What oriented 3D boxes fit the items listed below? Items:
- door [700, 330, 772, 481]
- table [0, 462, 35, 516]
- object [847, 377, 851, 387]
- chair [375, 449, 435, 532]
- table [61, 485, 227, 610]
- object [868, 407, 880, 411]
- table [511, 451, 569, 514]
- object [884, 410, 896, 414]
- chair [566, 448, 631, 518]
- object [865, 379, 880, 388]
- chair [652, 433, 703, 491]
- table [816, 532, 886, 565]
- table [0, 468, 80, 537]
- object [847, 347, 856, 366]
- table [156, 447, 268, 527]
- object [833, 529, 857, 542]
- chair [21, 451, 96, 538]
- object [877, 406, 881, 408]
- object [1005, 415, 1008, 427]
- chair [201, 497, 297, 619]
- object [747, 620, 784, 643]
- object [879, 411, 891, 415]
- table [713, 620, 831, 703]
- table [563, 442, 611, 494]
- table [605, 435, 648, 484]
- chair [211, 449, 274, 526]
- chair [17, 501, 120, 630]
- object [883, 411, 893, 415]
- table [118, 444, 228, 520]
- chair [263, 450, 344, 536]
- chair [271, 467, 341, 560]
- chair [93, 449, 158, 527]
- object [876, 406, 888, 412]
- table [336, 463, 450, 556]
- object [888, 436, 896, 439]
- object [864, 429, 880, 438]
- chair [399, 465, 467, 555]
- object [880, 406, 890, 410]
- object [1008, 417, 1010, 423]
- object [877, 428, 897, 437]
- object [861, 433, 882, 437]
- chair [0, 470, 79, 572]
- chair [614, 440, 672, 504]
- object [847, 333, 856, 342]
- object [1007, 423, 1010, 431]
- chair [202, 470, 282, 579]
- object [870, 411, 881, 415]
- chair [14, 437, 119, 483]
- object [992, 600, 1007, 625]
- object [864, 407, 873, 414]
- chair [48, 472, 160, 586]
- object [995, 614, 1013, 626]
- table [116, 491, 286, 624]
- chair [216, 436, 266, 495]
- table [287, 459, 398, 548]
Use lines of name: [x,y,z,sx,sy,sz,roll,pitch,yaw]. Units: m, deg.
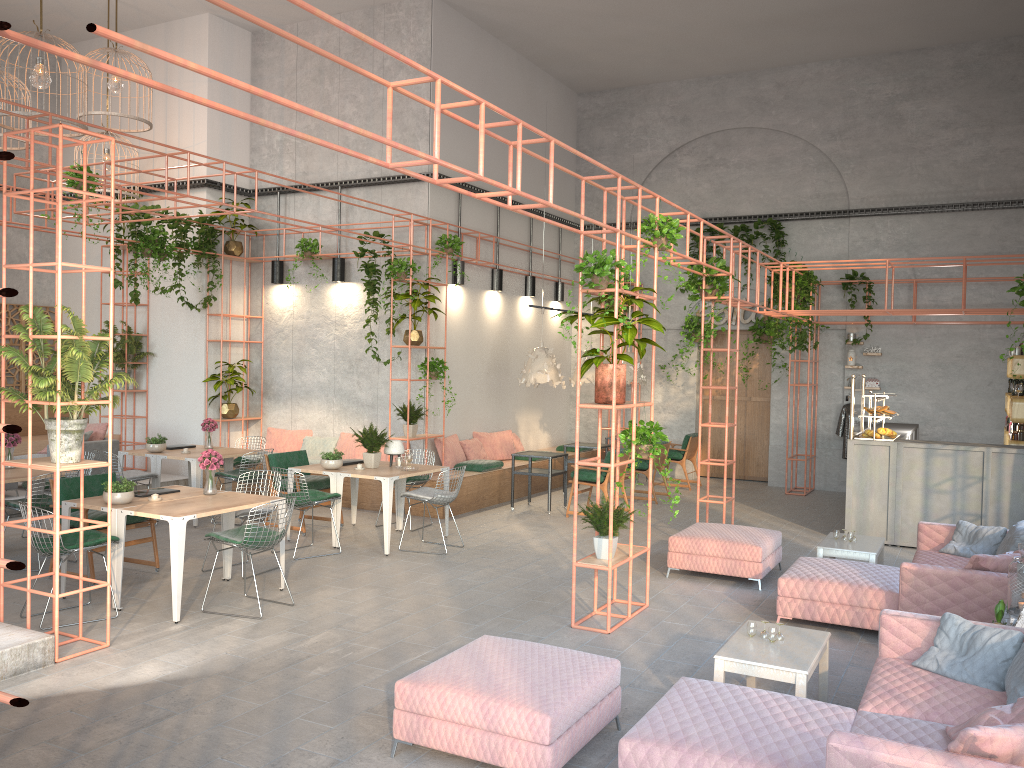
door: [4.250,0.376,16.519,1.360,2.729,0.551,2,2,28]
table: [-5.716,1.305,9.242,0.694,0.830,1.205,2,2,28]
object: [5.657,-0.039,14.865,0.092,0.164,0.055,0,2,-43]
chair: [-1.324,1.308,11.082,0.565,0.941,0.717,2,2,29]
table: [-3.229,1.406,7.871,0.694,0.830,1.205,2,2,28]
object: [4.462,0.312,10.938,0.138,0.050,0.093,3,2,44]
table: [0.387,1.385,12.576,0.635,0.798,0.602,2,2,28]
object: [4.625,0.338,10.872,0.152,0.058,0.095,2,2,18]
chair: [1.207,1.347,12.131,0.685,0.929,0.722,2,2,28]
object: [5.974,-0.014,14.683,0.219,0.149,0.129,2,2,28]
chair: [2.847,1.303,15.227,0.685,0.930,0.722,2,2,28]
table: [3.216,1.722,8.405,0.520,0.455,0.916,2,2,28]
table: [-5.100,1.327,8.921,0.694,0.830,1.214,2,2,28]
object: [5.678,-0.474,14.829,0.136,0.336,0.145,3,2,42]
table: [-3.818,1.293,11.336,0.694,0.830,1.214,2,2,28]
object: [3.187,1.472,8.480,0.199,0.145,0.156,3,2,43]
chair: [-5.099,1.255,9.986,0.565,0.941,0.717,2,2,29]
object: [4.569,0.320,11.112,0.135,0.090,0.084,2,2,25]
object: [7.567,0.551,13.522,0.070,0.209,0.070,2,2,18]
chair: [-2.158,1.386,7.329,0.717,0.941,0.565,2,2,24]
object: [1.532,1.516,5.357,0.199,0.145,0.156,3,2,43]
object: [4.590,0.356,10.936,0.151,0.052,0.097,2,2,30]
table: [1.561,1.769,5.282,0.520,0.455,0.916,2,2,28]
table: [1.208,1.363,14.126,0.635,0.798,0.602,2,2,28]
table: [2.030,1.342,15.677,0.635,0.798,0.602,2,2,28]
chair: [-3.364,1.264,11.117,0.717,0.941,0.565,2,2,24]
chair: [-3.475,1.367,6.970,0.565,0.941,0.717,3,2,44]
object: [4.624,0.349,10.904,0.132,0.051,0.099,2,2,26]
table: [-4.435,1.271,11.658,0.694,0.830,1.205,2,2,28]
chair: [-2.534,1.295,10.766,0.685,0.917,0.722,2,2,28]
chair: [-2.187,1.332,9.438,0.565,0.941,0.717,3,2,44]
chair: [-4.680,1.244,10.758,0.565,0.941,0.717,3,2,44]
object: [4.545,0.307,10.891,0.142,0.087,0.094,2,2,36]
table: [-1.324,1.380,10.016,0.694,0.830,1.214,2,2,28]
object: [4.656,0.614,11.014,0.090,0.110,0.232,0,2,-42]
object: [4.479,0.617,11.018,0.089,0.095,0.237,0,2,-28]
chair: [-0.870,1.351,9.796,0.717,0.941,0.565,2,2,24]
object: [4.635,0.313,11.062,0.149,0.081,0.088,2,1,13]
object: [7.334,0.517,13.043,0.066,0.291,0.066,2,1,12]
object: [4.622,0.592,10.932,0.240,0.104,0.073,1,1,9]
object: [4.504,0.634,11.096,0.243,0.062,0.091,2,2,21]
chair: [-4.645,1.298,8.700,0.717,0.941,0.565,2,2,24]
chair: [2.036,1.325,13.695,0.685,0.930,0.722,2,2,28]
object: [5.676,-0.777,14.818,0.133,0.145,0.133,1,1,-10]
object: [7.122,0.615,12.648,0.115,0.107,0.115,1,1,-6]
chair: [-2.612,1.343,8.615,0.565,0.941,0.717,2,2,29]
object: [4.493,0.346,10.976,0.146,0.064,0.101,2,2,23]
chair: [-6.314,1.101,12.439,1.127,0.672,1.052,2,2,28]
object: [3.053,1.593,5.559,0.225,0.464,0.236,1,1,6]
object: [4.427,0.330,11.021,0.111,0.092,0.098,2,2,27]
chair: [-3.823,1.330,8.298,0.685,0.917,0.722,2,2,28]
object: [3.193,1.665,5.765,0.208,0.320,0.192,2,2,34]
table: [-2.612,1.427,7.548,0.694,0.830,1.214,2,2,28]
chair: [-3.818,1.221,12.403,0.565,0.941,0.717,2,2,29]
table: [-1.941,1.359,10.338,0.694,0.830,1.205,2,2,28]
